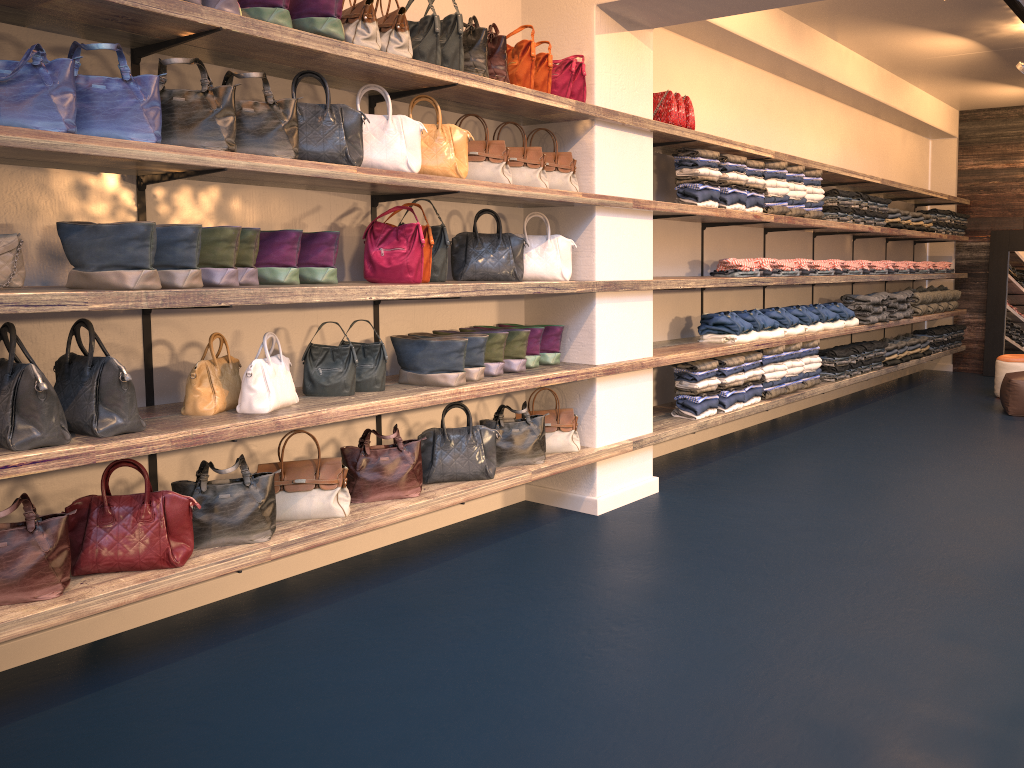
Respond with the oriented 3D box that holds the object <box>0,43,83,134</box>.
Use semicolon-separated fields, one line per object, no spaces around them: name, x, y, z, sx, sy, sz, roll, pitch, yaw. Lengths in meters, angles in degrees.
object;-1.540;-0.919;2.685;0.399;0.303;0.177;-3;6;-23

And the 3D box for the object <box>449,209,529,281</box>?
object;-0.119;-0.735;4.606;0.449;0.384;0.183;-2;6;-20

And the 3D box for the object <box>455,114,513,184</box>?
object;-0.194;-1.174;4.363;0.398;0.365;0.173;-1;5;-13

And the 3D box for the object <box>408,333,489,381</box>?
object;-0.311;-0.134;4.301;0.407;0.230;0.183;2;6;8

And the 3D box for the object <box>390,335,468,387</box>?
object;-0.388;-0.109;4.123;0.398;0.230;0.187;3;6;18

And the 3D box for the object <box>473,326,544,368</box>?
object;-0.019;-0.204;4.826;0.405;0.234;0.184;2;6;11

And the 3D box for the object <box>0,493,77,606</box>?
object;-1.582;0.513;2.699;0.394;0.337;0.208;-2;6;-16

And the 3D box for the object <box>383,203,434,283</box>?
object;-0.516;-0.669;4.105;0.272;0.383;0.211;-3;6;-29

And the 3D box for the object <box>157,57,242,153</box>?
object;-1.169;-0.988;3.083;0.374;0.337;0.219;1;6;3

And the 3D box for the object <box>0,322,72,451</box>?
object;-1.563;-0.005;2.757;0.392;0.384;0.209;5;7;39

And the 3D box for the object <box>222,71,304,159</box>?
object;-0.993;-1.015;3.288;0.390;0.337;0.210;-1;6;-12

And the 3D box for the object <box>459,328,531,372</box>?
object;-0.095;-0.179;4.647;0.400;0.234;0.186;3;6;16

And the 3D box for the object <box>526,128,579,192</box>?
object;0.175;-1.233;4.806;0.398;0.365;0.173;-1;5;-13

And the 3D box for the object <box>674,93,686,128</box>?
object;0.959;-1.759;5.602;0.293;0.243;0.155;6;8;39

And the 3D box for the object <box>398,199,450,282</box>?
object;-0.450;-0.702;4.249;0.289;0.408;0.138;1;5;6

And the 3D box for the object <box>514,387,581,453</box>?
object;0.192;0.203;4.916;0.398;0.365;0.173;-1;5;-13

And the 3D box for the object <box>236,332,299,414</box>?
object;-0.966;-0.055;3.445;0.152;0.307;0.348;1;7;10

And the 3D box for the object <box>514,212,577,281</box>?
object;0.149;-0.763;4.826;0.439;0.384;0.187;-1;5;-10

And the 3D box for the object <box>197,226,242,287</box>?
object;-1.199;-0.474;3.250;0.404;0.234;0.185;2;6;12

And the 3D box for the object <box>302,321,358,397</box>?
object;-0.788;-0.105;3.754;0.242;0.327;0.106;-1;5;-8

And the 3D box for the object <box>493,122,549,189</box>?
object;-0.001;-1.205;4.595;0.398;0.365;0.173;-1;5;-13

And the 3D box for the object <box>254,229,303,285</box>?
object;-1.056;-0.523;3.599;0.404;0.234;0.185;2;6;12

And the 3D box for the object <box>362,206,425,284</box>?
object;-0.542;-0.637;3.956;0.264;0.360;0.204;-3;6;-26

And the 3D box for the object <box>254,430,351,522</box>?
object;-0.880;0.375;3.631;0.398;0.365;0.173;-1;5;-13

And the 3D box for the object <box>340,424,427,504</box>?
object;-0.573;0.351;3.910;0.394;0.337;0.208;-2;6;-16

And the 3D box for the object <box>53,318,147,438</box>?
object;-1.423;-0.031;2.955;0.396;0.384;0.207;4;6;30

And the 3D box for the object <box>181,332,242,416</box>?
object;-1.155;-0.049;3.386;0.152;0.307;0.348;1;7;10

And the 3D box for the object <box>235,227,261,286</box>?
object;-1.175;-0.502;3.442;0.399;0.234;0.187;3;6;17

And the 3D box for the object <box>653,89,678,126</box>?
object;0.892;-1.748;5.521;0.294;0.243;0.154;5;7;36

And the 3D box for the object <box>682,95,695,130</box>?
object;1.033;-1.770;5.687;0.296;0.243;0.153;4;7;31

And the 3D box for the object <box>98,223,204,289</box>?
object;-1.276;-0.452;3.068;0.407;0.230;0.183;2;6;9

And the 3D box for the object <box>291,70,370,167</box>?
object;-0.801;-1.078;3.539;0.446;0.384;0.184;-2;5;-17

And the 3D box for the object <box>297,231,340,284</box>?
object;-0.927;-0.548;3.781;0.397;0.234;0.188;3;6;19

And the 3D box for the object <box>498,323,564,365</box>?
object;0.107;-0.226;4.992;0.398;0.234;0.187;3;6;18

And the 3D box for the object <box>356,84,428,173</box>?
object;-0.588;-1.112;3.796;0.446;0.384;0.184;-2;5;-17

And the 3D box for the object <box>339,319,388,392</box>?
object;-0.677;-0.123;3.893;0.242;0.327;0.106;-1;5;-8

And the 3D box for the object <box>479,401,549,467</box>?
object;0.019;0.261;4.592;0.390;0.337;0.210;-1;6;-12

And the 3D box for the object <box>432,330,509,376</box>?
object;-0.216;-0.156;4.480;0.405;0.234;0.184;2;6;11

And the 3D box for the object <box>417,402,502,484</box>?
object;-0.261;0.276;4.266;0.449;0.384;0.183;-2;6;-20

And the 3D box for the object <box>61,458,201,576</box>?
object;-1.315;0.443;3.013;0.446;0.384;0.184;-2;5;-17

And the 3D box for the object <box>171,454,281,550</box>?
object;-1.078;0.437;3.277;0.390;0.337;0.210;-1;6;-12

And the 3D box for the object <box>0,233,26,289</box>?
object;-1.677;-0.384;2.694;0.291;0.174;0.096;-4;7;-32

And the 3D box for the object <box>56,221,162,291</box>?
object;-1.346;-0.429;2.901;0.397;0.230;0.188;3;6;19
